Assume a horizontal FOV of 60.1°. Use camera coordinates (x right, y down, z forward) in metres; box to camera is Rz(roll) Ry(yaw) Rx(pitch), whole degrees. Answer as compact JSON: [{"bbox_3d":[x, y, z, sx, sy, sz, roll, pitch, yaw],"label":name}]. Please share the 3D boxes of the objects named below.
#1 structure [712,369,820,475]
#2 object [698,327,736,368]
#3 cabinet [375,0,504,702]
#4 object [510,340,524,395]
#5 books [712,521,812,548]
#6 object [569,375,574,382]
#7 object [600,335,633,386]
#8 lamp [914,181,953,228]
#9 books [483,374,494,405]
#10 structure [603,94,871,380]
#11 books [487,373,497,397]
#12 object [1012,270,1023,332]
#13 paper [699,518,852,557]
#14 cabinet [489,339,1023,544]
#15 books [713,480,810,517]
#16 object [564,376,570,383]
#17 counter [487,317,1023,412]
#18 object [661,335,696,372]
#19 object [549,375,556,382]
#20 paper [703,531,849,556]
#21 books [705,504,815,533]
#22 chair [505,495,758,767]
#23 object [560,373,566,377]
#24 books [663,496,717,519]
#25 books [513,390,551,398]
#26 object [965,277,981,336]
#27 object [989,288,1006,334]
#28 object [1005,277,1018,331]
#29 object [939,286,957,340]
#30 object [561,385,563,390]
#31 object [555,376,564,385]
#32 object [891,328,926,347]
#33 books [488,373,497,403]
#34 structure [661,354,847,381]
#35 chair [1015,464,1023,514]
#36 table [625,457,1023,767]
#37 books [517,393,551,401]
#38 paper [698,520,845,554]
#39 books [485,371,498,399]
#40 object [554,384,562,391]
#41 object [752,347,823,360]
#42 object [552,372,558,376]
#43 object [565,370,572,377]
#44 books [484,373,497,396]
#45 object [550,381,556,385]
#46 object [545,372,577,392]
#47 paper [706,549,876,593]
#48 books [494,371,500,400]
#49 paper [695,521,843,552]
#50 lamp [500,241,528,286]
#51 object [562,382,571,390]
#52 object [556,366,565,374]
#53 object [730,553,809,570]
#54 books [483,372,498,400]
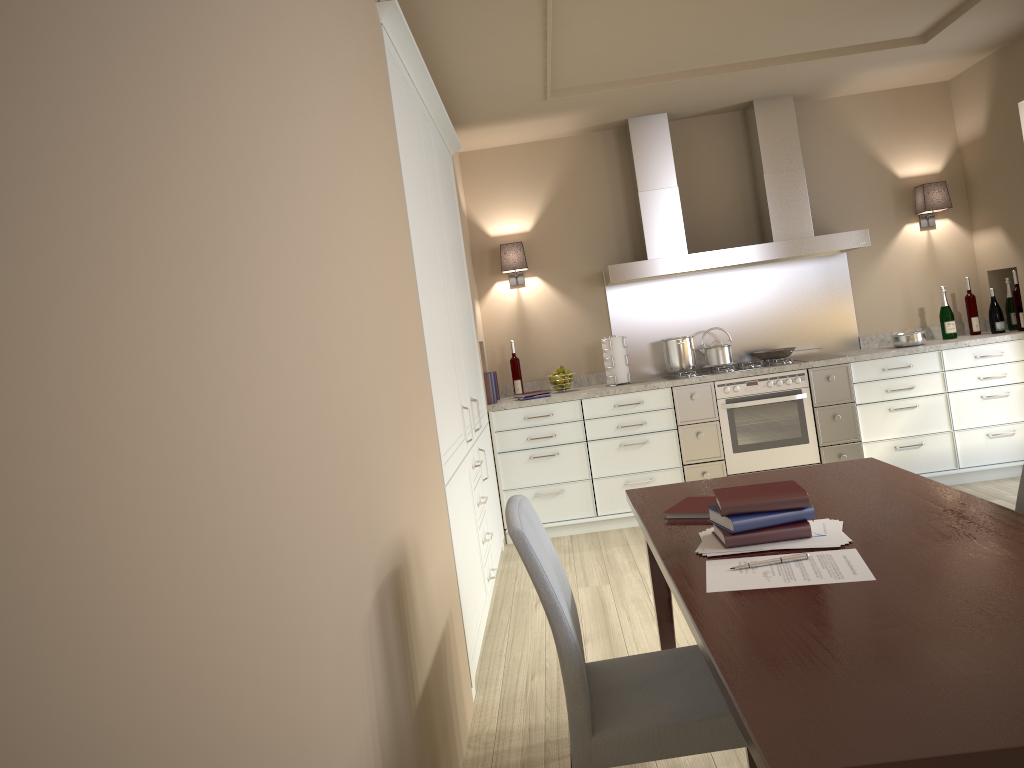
[{"bbox_3d":[1.501,0.253,5.396,0.540,0.697,0.579,-8,0,2],"label":"structure"},{"bbox_3d":[1.270,-0.233,5.482,0.207,0.237,0.210,-8,0,36],"label":"object"},{"bbox_3d":[-0.475,-0.125,4.056,0.612,2.342,2.344,-8,1,3],"label":"cabinet"},{"bbox_3d":[0.024,-0.096,5.579,0.061,0.366,0.062,-9,-2,29],"label":"object"},{"bbox_3d":[0.537,0.313,1.923,0.182,0.032,0.165,-8,3,2],"label":"books"},{"bbox_3d":[0.363,-0.036,5.502,0.047,0.045,0.047,-8,1,6],"label":"object"},{"bbox_3d":[0.639,-0.147,5.461,0.169,0.305,0.162,-8,-1,-14],"label":"object"},{"bbox_3d":[2.645,-1.131,5.577,0.169,0.259,0.192,-8,0,2],"label":"lamp"},{"bbox_3d":[-0.199,0.039,5.316,0.164,0.183,0.032,-8,-1,2],"label":"books"},{"bbox_3d":[1.342,-0.916,5.497,1.558,1.682,0.446,-8,-1,2],"label":"structure"},{"bbox_3d":[-0.186,0.031,5.443,0.165,0.183,0.091,-8,-1,5],"label":"books"},{"bbox_3d":[3.006,-0.495,5.241,0.061,0.366,0.062,-9,-2,36],"label":"object"},{"bbox_3d":[0.557,0.329,1.905,0.290,0.001,0.210,-8,3,7],"label":"paper"},{"bbox_3d":[1.505,0.313,5.428,3.204,0.795,0.642,-8,0,2],"label":"cabinet"},{"bbox_3d":[0.538,0.248,1.926,0.182,0.032,0.165,-8,3,7],"label":"books"},{"bbox_3d":[0.338,-0.027,5.467,0.039,0.040,0.040,-8,1,-6],"label":"object"},{"bbox_3d":[1.451,-0.126,5.428,3.843,0.114,0.579,-8,3,2],"label":"counter"},{"bbox_3d":[1.042,-0.186,5.496,0.202,0.207,0.200,-8,1,-40],"label":"object"},{"bbox_3d":[0.253,-0.035,5.481,0.048,0.048,0.047,-8,1,-35],"label":"object"},{"bbox_3d":[0.557,0.329,1.905,0.289,0.001,0.211,-7,3,12],"label":"paper"},{"bbox_3d":[0.536,0.281,1.925,0.183,0.032,0.164,-8,3,-8],"label":"books"},{"bbox_3d":[0.293,0.635,1.901,0.505,0.829,0.399,-8,-1,2],"label":"chair"},{"bbox_3d":[0.315,-0.051,5.494,0.040,0.038,0.040,-8,1,-27],"label":"object"},{"bbox_3d":[0.519,0.312,2.251,0.214,0.017,0.194,-6,3,32],"label":"books"},{"bbox_3d":[0.119,0.060,5.339,0.183,0.017,0.164,-9,3,-28],"label":"books"},{"bbox_3d":[2.845,-0.484,5.478,0.061,0.366,0.062,-9,-2,36],"label":"object"},{"bbox_3d":[2.922,-0.443,5.347,0.083,0.278,0.084,-8,-1,24],"label":"object"},{"bbox_3d":[3.062,-0.493,5.414,0.083,0.332,0.084,-9,-1,31],"label":"object"},{"bbox_3d":[2.670,-0.440,5.440,0.083,0.332,0.084,-9,-1,31],"label":"object"},{"bbox_3d":[0.312,0.019,5.545,0.037,0.038,0.039,-8,1,6],"label":"object"},{"bbox_3d":[0.296,-0.023,5.467,0.058,0.058,0.058,-8,1,-31],"label":"object"},{"bbox_3d":[2.438,-0.287,5.362,0.197,0.090,0.372,-6,3,44],"label":"object"},{"bbox_3d":[-0.182,0.034,5.348,0.164,0.183,0.032,-8,-1,2],"label":"books"},{"bbox_3d":[1.451,-0.117,5.370,1.048,0.031,0.399,-8,3,2],"label":"structure"},{"bbox_3d":[1.016,0.538,1.828,0.505,0.829,0.399,-8,-1,2],"label":"chair"},{"bbox_3d":[0.729,0.657,1.796,0.751,0.680,1.760,-8,2,3],"label":"table"},{"bbox_3d":[0.131,0.077,5.325,0.183,0.017,0.164,-8,3,-8],"label":"books"},{"bbox_3d":[0.557,0.328,1.905,0.289,0.001,0.211,-7,3,17],"label":"paper"},{"bbox_3d":[-0.180,0.021,5.599,0.164,0.183,0.032,-8,-1,2],"label":"books"},{"bbox_3d":[0.284,0.019,5.500,0.048,0.048,0.048,-8,1,13],"label":"object"},{"bbox_3d":[1.661,-0.186,5.396,0.266,0.051,0.422,-9,3,-30],"label":"object"},{"bbox_3d":[0.269,-0.052,5.520,0.044,0.043,0.040,-8,1,17],"label":"object"},{"bbox_3d":[0.349,-0.067,5.479,0.047,0.045,0.047,-8,1,3],"label":"object"},{"bbox_3d":[-0.185,0.028,5.476,0.164,0.182,0.092,-8,-1,2],"label":"books"},{"bbox_3d":[0.263,-0.018,5.541,0.054,0.055,0.053,-8,1,-33],"label":"object"},{"bbox_3d":[0.310,-0.005,5.516,0.207,0.109,0.205,-10,2,-43],"label":"object"},{"bbox_3d":[0.513,0.350,1.664,0.289,0.001,0.211,-7,3,12],"label":"paper"},{"bbox_3d":[-0.169,0.020,5.630,0.164,0.183,0.032,-8,-1,2],"label":"books"},{"bbox_3d":[0.557,0.328,1.905,0.289,0.001,0.211,-7,3,22],"label":"paper"},{"bbox_3d":[0.014,-0.769,5.671,0.169,0.259,0.192,-8,0,2],"label":"lamp"},{"bbox_3d":[0.338,0.006,5.503,0.061,0.056,0.059,-9,1,-43],"label":"object"},{"bbox_3d":[0.305,-0.087,5.525,0.055,0.056,0.055,-8,1,2],"label":"object"},{"bbox_3d":[0.496,0.344,1.709,0.158,0.012,0.011,-8,1,-3],"label":"object"},{"bbox_3d":[-0.184,0.025,5.566,0.164,0.183,0.032,-8,-1,2],"label":"books"}]
